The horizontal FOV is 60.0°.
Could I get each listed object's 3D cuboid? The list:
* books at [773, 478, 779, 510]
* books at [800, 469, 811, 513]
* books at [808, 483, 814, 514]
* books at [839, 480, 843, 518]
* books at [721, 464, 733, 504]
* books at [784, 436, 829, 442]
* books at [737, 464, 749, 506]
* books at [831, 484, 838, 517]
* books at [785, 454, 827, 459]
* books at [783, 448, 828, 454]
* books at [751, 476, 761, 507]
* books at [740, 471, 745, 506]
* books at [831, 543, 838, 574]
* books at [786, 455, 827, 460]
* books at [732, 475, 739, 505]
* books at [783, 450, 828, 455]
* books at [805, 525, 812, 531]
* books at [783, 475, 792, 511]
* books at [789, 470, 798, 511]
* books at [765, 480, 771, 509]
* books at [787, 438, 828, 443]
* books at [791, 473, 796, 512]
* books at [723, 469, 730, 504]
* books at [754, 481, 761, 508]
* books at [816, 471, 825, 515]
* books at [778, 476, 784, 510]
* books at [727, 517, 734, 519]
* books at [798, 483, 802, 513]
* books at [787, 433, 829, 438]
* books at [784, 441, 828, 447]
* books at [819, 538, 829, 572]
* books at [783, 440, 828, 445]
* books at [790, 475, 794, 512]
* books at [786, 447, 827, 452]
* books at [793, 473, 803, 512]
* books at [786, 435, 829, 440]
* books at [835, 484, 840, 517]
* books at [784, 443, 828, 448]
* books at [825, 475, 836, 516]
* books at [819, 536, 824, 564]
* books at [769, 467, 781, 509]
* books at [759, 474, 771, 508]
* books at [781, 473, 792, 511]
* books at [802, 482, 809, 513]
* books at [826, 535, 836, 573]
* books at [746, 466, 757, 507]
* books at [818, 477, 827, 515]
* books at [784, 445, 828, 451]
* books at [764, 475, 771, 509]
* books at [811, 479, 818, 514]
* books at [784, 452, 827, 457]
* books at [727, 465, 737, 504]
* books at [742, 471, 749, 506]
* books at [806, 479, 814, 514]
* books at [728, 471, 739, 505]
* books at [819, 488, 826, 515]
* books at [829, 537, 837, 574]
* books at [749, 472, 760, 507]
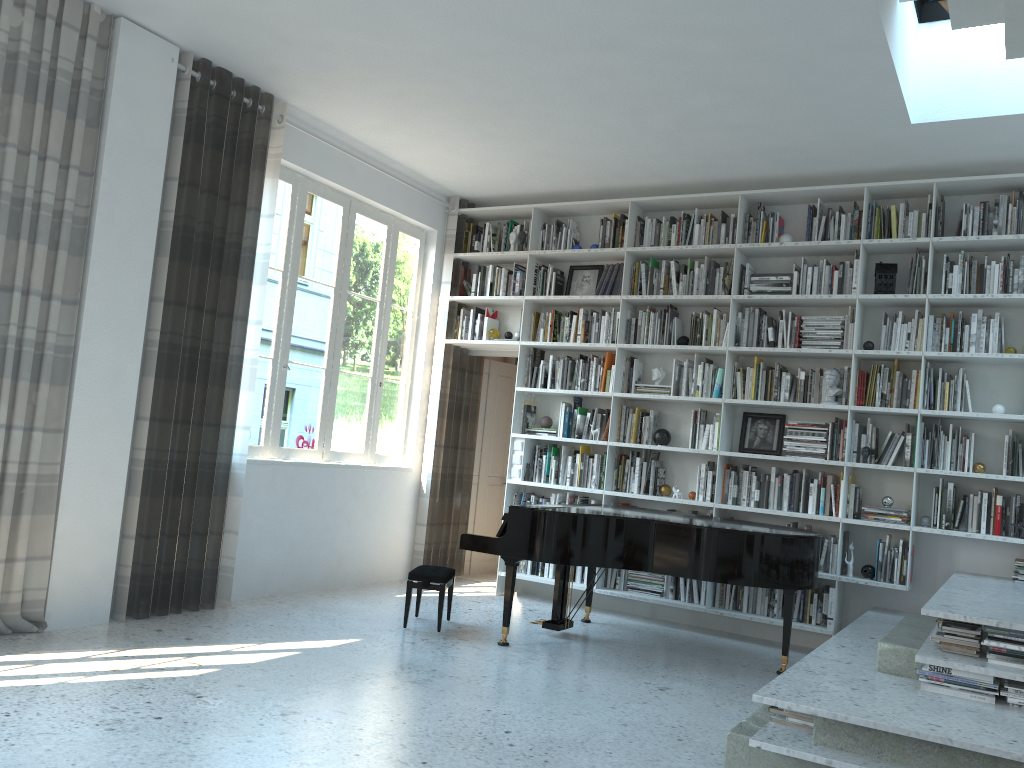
[{"bbox_3d":[1.853,0.764,6.169,0.025,0.220,0.140,3,-4,30],"label":"books"},{"bbox_3d":[2.008,0.733,6.066,0.012,0.296,0.178,3,-4,30],"label":"books"},{"bbox_3d":[2.050,0.780,6.032,0.023,0.204,0.167,3,-4,30],"label":"books"},{"bbox_3d":[2.223,0.768,5.924,0.033,0.246,0.176,3,-4,30],"label":"books"},{"bbox_3d":[1.541,0.715,6.353,0.012,0.285,0.159,3,-4,30],"label":"books"},{"bbox_3d":[2.034,0.379,6.096,0.285,0.012,0.159,3,-5,35],"label":"books"},{"bbox_3d":[1.641,0.718,6.305,0.027,0.290,0.141,3,-4,30],"label":"books"},{"bbox_3d":[2.172,0.783,5.957,0.042,0.212,0.169,3,-4,30],"label":"books"},{"bbox_3d":[2.026,0.499,6.094,0.254,0.012,0.161,3,-5,32],"label":"books"},{"bbox_3d":[2.026,0.462,6.091,0.285,0.012,0.159,3,-5,35],"label":"books"},{"bbox_3d":[1.718,0.756,6.222,0.023,0.217,0.174,3,-4,30],"label":"books"},{"bbox_3d":[1.658,0.740,6.286,0.024,0.247,0.132,3,-4,30],"label":"books"},{"bbox_3d":[2.148,1.158,5.880,0.027,0.196,0.147,3,-4,30],"label":"books"},{"bbox_3d":[2.023,0.510,6.090,0.254,0.012,0.161,3,-5,26],"label":"books"},{"bbox_3d":[1.607,0.756,6.301,0.024,0.208,0.170,3,-4,30],"label":"books"},{"bbox_3d":[2.030,0.475,6.098,0.285,0.012,0.159,3,-5,29],"label":"books"},{"bbox_3d":[1.984,1.100,5.967,0.015,0.293,0.169,3,-4,30],"label":"books"},{"bbox_3d":[1.914,0.753,6.113,0.026,0.245,0.191,3,-4,30],"label":"books"},{"bbox_3d":[1.945,0.736,6.125,0.014,0.286,0.134,3,-4,30],"label":"books"},{"bbox_3d":[1.798,0.771,6.174,0.023,0.196,0.165,3,-4,30],"label":"books"},{"bbox_3d":[2.034,0.391,6.095,0.254,0.012,0.161,4,-5,25],"label":"books"},{"bbox_3d":[1.956,0.748,6.097,0.010,0.261,0.181,3,-4,30],"label":"books"},{"bbox_3d":[1.555,0.736,6.339,0.029,0.243,0.154,3,-4,30],"label":"books"},{"bbox_3d":[1.736,0.773,6.204,0.029,0.183,0.174,3,-4,30],"label":"books"},{"bbox_3d":[2.096,0.739,6.024,0.014,0.293,0.137,3,-4,30],"label":"books"},{"bbox_3d":[1.873,0.756,6.149,0.031,0.237,0.159,3,-4,30],"label":"books"},{"bbox_3d":[1.523,1.080,6.235,0.012,0.284,0.137,3,-4,30],"label":"books"},{"bbox_3d":[1.994,0.780,6.080,0.021,0.202,0.128,3,-4,30],"label":"books"},{"bbox_3d":[2.039,0.356,6.101,0.254,0.012,0.161,3,-5,27],"label":"books"},{"bbox_3d":[2.034,0.416,6.100,0.285,0.012,0.159,3,-5,32],"label":"books"},{"bbox_3d":[2.095,1.145,5.931,0.053,0.220,0.132,3,-4,30],"label":"books"},{"bbox_3d":[2.032,0.403,6.094,0.285,0.012,0.159,3,-5,35],"label":"books"},{"bbox_3d":[1.951,0.753,6.112,0.011,0.251,0.158,3,-4,30],"label":"books"},{"bbox_3d":[2.028,0.450,6.092,0.254,0.012,0.161,4,-5,25],"label":"books"},{"bbox_3d":[1.969,0.746,6.082,0.028,0.264,0.161,3,-4,30],"label":"books"},{"bbox_3d":[2.038,0.368,6.101,0.254,0.012,0.161,3,-5,33],"label":"books"},{"bbox_3d":[2.196,0.782,5.945,0.011,0.216,0.166,3,-4,30],"label":"books"},{"bbox_3d":[2.034,0.428,6.101,0.285,0.012,0.159,3,-5,31],"label":"books"},{"bbox_3d":[2.151,0.753,5.985,0.026,0.272,0.175,3,-4,30],"label":"books"},{"bbox_3d":[2.053,1.135,5.935,0.024,0.232,0.146,3,-4,30],"label":"books"},{"bbox_3d":[1.830,0.726,6.176,0.026,0.291,0.152,3,-4,30],"label":"books"},{"bbox_3d":[1.767,0.749,6.197,0.029,0.237,0.166,3,-4,30],"label":"books"},{"bbox_3d":[1.906,0.750,6.149,0.025,0.254,0.136,3,-4,30],"label":"books"},{"bbox_3d":[2.018,0.777,6.052,0.024,0.207,0.183,3,-4,30],"label":"books"},{"bbox_3d":[2.123,1.131,5.904,0.022,0.249,0.130,3,-4,30],"label":"books"},{"bbox_3d":[1.689,0.722,6.247,0.013,0.282,0.166,3,-4,30],"label":"books"},{"bbox_3d":[2.110,0.760,6.022,0.014,0.256,0.145,3,-4,30],"label":"books"},{"bbox_3d":[2.034,0.440,6.102,0.285,0.012,0.159,3,-5,30],"label":"books"},{"bbox_3d":[1.790,0.755,6.195,0.013,0.230,0.139,3,-4,30],"label":"books"},{"bbox_3d":[2.071,0.767,6.021,0.023,0.234,0.175,3,-4,30],"label":"books"},{"bbox_3d":[2.024,0.486,6.089,0.285,0.012,0.159,4,-5,25],"label":"books"},{"bbox_3d":[1.571,0.720,6.324,0.011,0.275,0.146,3,-4,30],"label":"books"},{"bbox_3d":[1.671,0.740,6.258,0.027,0.245,0.179,3,-4,30],"label":"books"},{"bbox_3d":[2.041,0.766,6.053,0.014,0.235,0.154,3,-4,30],"label":"books"},{"bbox_3d":[1.580,0.740,6.304,0.027,0.234,0.167,3,-4,30],"label":"books"},{"bbox_3d":[2.111,0.794,5.990,0.023,0.183,0.169,3,-4,30],"label":"books"},{"bbox_3d":[2.133,1.136,5.889,0.010,0.238,0.167,3,-4,30],"label":"books"},{"bbox_3d":[1.711,0.744,6.253,0.021,0.244,0.141,3,-4,30],"label":"books"}]
